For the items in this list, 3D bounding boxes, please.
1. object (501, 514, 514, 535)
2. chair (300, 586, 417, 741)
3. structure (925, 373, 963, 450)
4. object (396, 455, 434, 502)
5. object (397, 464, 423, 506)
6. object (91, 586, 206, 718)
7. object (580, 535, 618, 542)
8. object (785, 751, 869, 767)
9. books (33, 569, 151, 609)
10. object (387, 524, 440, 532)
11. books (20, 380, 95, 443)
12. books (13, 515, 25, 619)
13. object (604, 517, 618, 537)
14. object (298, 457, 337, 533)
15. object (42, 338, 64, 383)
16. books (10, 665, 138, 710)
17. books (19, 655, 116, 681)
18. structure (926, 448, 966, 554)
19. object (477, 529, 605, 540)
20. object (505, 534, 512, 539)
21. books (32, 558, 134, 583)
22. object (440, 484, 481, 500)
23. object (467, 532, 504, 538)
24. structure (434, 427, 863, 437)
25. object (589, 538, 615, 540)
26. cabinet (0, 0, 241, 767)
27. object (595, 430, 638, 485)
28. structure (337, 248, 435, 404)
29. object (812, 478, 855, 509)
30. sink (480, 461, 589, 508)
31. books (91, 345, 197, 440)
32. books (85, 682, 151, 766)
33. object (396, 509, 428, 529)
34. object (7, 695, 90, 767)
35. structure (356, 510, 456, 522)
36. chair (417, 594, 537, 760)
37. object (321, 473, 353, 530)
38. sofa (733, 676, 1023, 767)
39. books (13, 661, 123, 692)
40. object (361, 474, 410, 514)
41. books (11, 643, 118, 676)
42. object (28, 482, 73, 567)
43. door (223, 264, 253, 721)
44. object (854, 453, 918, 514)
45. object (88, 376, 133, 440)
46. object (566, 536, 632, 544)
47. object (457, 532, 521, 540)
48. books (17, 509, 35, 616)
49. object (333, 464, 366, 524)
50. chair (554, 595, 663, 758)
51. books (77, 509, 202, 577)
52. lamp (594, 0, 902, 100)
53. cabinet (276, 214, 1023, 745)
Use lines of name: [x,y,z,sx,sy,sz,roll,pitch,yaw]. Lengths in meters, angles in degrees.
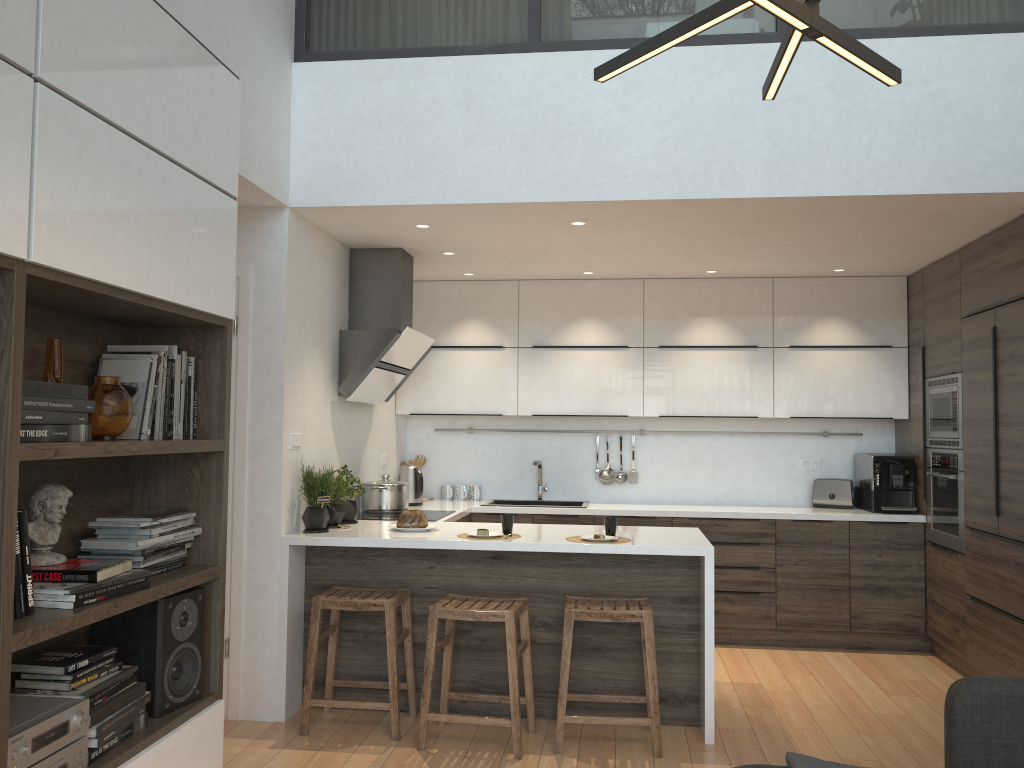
object: [-0.022,0.679,4.272,0.066,0.093,0.066,-2,-4,43]
chair: [-0.689,1.260,4.067,0.450,0.600,0.350,0,-3,7]
structure: [2.760,0.169,5.186,0.459,0.430,0.595,0,-3,7]
object: [-0.696,0.668,6.316,0.221,0.316,0.330,0,-3,7]
object: [-0.678,0.669,5.886,0.179,0.270,0.220,1,-3,-6]
object: [-1.079,0.786,2.651,0.244,0.331,0.214,0,-3,17]
object: [0.400,0.712,4.078,0.176,0.014,0.176,0,-3,11]
object: [0.901,1.182,2.104,0.548,0.369,0.685,0,-3,15]
books: [-1.119,0.514,2.253,0.250,0.047,0.310,0,-3,12]
object: [-0.493,0.719,4.436,0.261,0.021,0.261,1,-3,1]
books: [-1.179,0.064,2.046,0.277,0.137,0.343,1,-3,2]
books: [-1.192,0.397,1.985,0.193,0.255,0.066,0,-3,6]
object: [0.465,0.678,4.182,0.066,0.093,0.066,2,-3,-20]
object: [-0.945,0.536,4.320,0.186,0.367,0.196,0,-3,7]
object: [-1.191,0.013,2.291,0.081,0.265,0.082,-1,-3,28]
books: [-1.148,0.791,2.316,0.224,0.042,0.277,0,-3,2]
books: [-1.157,0.739,2.317,0.142,0.015,0.198,0,-3,5]
structure: [2.736,0.668,5.162,0.495,0.570,0.595,0,-3,7]
object: [0.132,0.697,4.119,0.597,0.039,0.064,0,-3,3]
object: [-0.019,0.713,4.149,0.025,0.011,0.126,0,-3,11]
books: [-1.145,0.476,2.267,0.266,0.030,0.209,1,-3,0]
object: [-0.371,0.781,6.392,0.297,0.105,0.112,0,-3,9]
object: [-0.126,0.712,4.178,0.176,0.014,0.176,1,-3,-3]
structure: [0.926,0.342,6.297,3.000,0.045,0.050,0,-3,7]
object: [0.407,0.706,4.025,0.126,0.012,0.025,-1,-3,26]
cabinet: [-1.297,0.138,0.851,0.338,2.494,4.036,0,-3,7]
object: [0.735,0.522,6.303,0.320,0.389,0.069,0,-3,8]
structure: [-0.728,-0.387,5.260,0.407,0.998,0.898,0,-3,7]
object: [2.184,0.742,6.021,0.260,0.195,0.177,-1,-3,27]
sink: [0.171,0.790,6.088,0.706,0.518,0.512,0,-3,7]
books: [-1.117,0.024,2.665,0.201,0.287,0.332,0,-3,7]
books: [-1.128,0.874,2.315,0.248,0.123,0.307,1,-3,2]
object: [-0.501,0.681,4.450,0.155,0.101,0.161,0,-3,3]
object: [-1.149,0.830,1.989,0.270,0.174,0.285,0,-3,7]
structure: [-0.654,0.765,5.185,0.550,0.006,0.609,0,-3,7]
chair: [-0.142,1.256,3.877,0.450,0.600,0.350,0,-3,12]
object: [-0.917,0.589,4.533,0.221,0.283,0.211,0,-3,20]
sofa: [1.114,0.927,1.067,2.108,0.995,3.169,0,-3,7]
books: [-1.154,0.758,2.317,0.161,0.023,0.213,0,-3,10]
object: [-0.763,0.657,5.341,0.315,0.223,0.288,3,-4,-42]
books: [-1.171,0.720,2.322,0.161,0.023,0.213,0,-3,10]
object: [-1.204,0.356,2.277,0.117,0.207,0.116,3,-4,-42]
door: [-1.728,0.496,4.218,0.974,2.136,0.085,0,-3,7]
object: [2.462,0.646,5.841,0.274,0.378,0.532,0,-3,7]
object: [-1.093,0.066,2.390,0.130,0.171,0.130,3,-4,-44]
object: [0.402,0.722,4.120,0.304,0.002,0.304,-2,-4,39]
object: [-0.109,0.722,4.213,0.305,0.002,0.305,2,-3,-24]
books: [-1.181,0.404,2.013,0.177,0.242,0.066,0,-3,7]
object: [-0.886,0.586,4.727,0.179,0.311,0.172,0,-3,18]
chair: [0.418,1.262,3.888,0.450,0.600,0.350,0,-3,5]
books: [-1.105,0.469,2.615,0.224,0.176,0.374,0,-3,6]
lamp: [0.495,-2.376,1.501,1.200,3.645,0.831,0,-3,17]
cabinet: [0.806,0.429,5.127,3.495,2.401,2.401,0,-3,7]
